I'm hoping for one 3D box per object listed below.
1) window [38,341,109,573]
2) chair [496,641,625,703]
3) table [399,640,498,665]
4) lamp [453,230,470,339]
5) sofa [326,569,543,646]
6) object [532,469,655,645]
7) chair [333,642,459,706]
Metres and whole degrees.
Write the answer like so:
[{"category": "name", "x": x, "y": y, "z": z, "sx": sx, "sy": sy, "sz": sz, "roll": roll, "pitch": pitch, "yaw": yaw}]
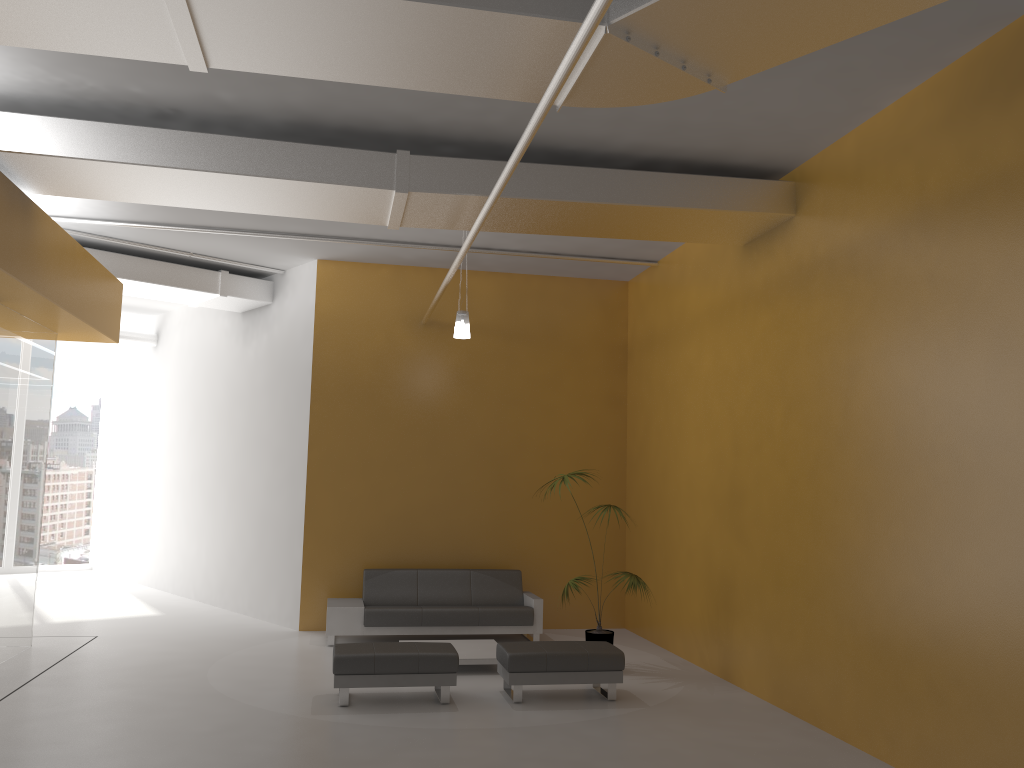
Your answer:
[{"category": "window", "x": -9.929, "y": 0.980, "z": 14.950, "sx": 8.533, "sy": 4.498, "sz": 0.100, "roll": 7, "pitch": -8, "yaw": -41}, {"category": "chair", "x": 0.404, "y": 2.461, "z": 7.626, "sx": 1.012, "sy": 0.423, "sz": 0.575, "roll": 3, "pitch": -7, "yaw": -11}, {"category": "table", "x": -0.585, "y": 2.707, "z": 8.806, "sx": 1.000, "sy": 0.150, "sz": 1.000, "roll": 3, "pitch": -7, "yaw": -11}, {"category": "lamp", "x": -0.500, "y": -1.085, "z": 9.191, "sx": 0.174, "sy": 1.227, "sz": 0.174, "roll": -2, "pitch": -7, "yaw": 30}, {"category": "sofa", "x": -0.897, "y": 2.546, "z": 10.180, "sx": 2.400, "sy": 0.761, "sz": 0.860, "roll": 3, "pitch": -7, "yaw": -11}, {"category": "object", "x": 0.781, "y": 1.822, "z": 8.722, "sx": 1.222, "sy": 1.956, "sz": 0.912, "roll": -2, "pitch": -7, "yaw": 29}, {"category": "chair", "x": -0.981, "y": 2.400, "z": 7.379, "sx": 1.012, "sy": 0.423, "sz": 0.575, "roll": 3, "pitch": -7, "yaw": -11}]
